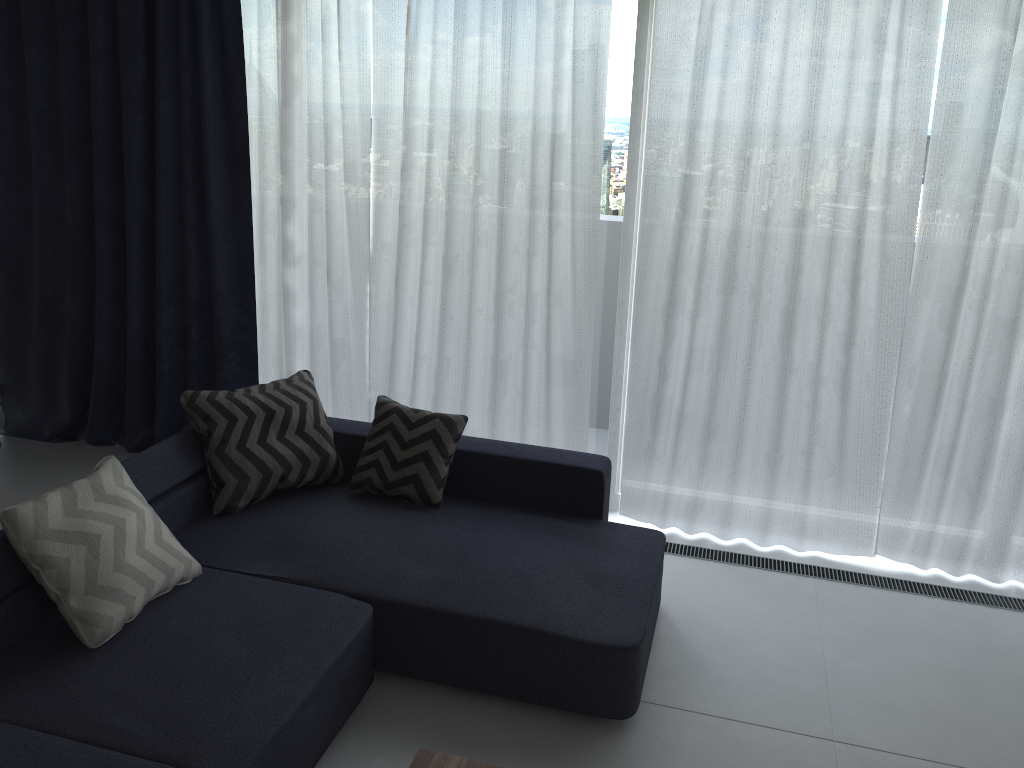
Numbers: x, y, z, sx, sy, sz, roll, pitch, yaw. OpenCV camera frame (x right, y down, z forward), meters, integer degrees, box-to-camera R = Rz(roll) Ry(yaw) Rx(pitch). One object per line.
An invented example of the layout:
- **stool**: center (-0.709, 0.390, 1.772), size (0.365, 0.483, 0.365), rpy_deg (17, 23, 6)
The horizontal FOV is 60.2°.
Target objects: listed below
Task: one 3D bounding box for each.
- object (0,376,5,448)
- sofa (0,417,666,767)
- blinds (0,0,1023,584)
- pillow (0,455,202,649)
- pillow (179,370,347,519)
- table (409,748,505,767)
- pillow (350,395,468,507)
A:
- **object**: center (-2.565, -0.366, 3.950), size (0.503, 1.810, 0.492), rpy_deg (-1, 13, -16)
- **sofa**: center (-0.639, 0.789, 2.478), size (1.903, 0.596, 2.927), rpy_deg (7, 17, 14)
- **blinds**: center (-0.257, 0.029, 1.379), size (7.157, 2.720, 5.902), rpy_deg (8, 17, 18)
- **pillow**: center (-1.239, 0.495, 2.697), size (0.343, 0.380, 0.504), rpy_deg (6, 15, 14)
- **pillow**: center (-0.994, 0.261, 3.580), size (0.603, 0.508, 0.359), rpy_deg (-12, 20, -43)
- **table**: center (0.048, 1.187, 1.682), size (0.807, 0.346, 0.815), rpy_deg (7, 16, 14)
- **pillow**: center (-0.423, 0.273, 3.589), size (0.416, 0.338, 0.291), rpy_deg (8, 15, 19)
